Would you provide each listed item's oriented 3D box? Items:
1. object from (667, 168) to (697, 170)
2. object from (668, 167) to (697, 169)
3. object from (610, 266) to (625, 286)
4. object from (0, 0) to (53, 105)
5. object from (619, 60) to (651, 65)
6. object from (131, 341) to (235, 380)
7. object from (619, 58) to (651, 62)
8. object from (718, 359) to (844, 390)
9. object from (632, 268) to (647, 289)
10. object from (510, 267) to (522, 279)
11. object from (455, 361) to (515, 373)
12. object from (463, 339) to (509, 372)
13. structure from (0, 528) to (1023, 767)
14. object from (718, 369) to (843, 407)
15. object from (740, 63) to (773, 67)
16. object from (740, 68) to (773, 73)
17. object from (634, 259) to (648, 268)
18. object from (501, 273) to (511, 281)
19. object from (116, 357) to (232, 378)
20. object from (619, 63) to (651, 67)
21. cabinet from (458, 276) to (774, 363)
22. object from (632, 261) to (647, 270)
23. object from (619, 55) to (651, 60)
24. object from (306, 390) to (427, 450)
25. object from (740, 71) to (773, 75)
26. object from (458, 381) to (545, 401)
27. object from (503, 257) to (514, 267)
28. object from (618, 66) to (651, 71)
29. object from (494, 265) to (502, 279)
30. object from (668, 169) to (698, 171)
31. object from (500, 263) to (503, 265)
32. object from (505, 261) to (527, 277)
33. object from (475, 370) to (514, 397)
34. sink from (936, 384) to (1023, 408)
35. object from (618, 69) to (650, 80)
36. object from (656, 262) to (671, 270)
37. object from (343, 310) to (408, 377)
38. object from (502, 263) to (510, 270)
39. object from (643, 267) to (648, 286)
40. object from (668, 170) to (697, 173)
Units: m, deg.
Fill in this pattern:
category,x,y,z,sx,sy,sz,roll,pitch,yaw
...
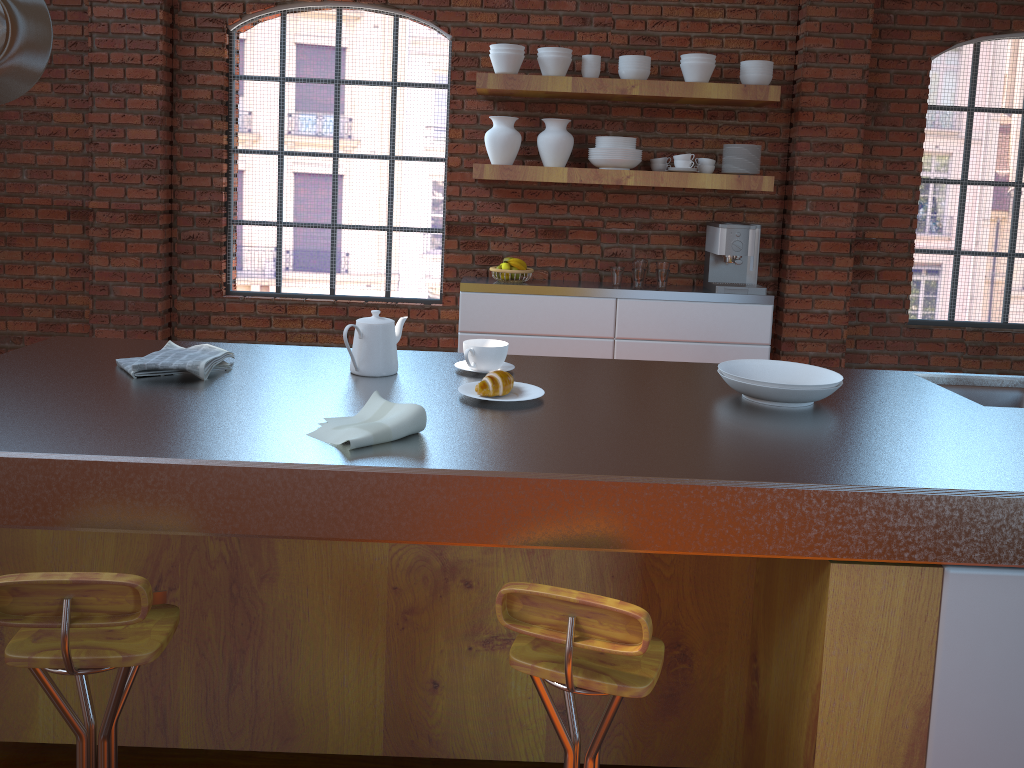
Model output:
category,x,y,z,sx,sy,sz,roll,pitch,yaw
object,0.887,-1.113,4.580,0.154,0.012,0.156,-8,16,-39
object,0.887,-1.117,4.579,0.154,0.012,0.156,-8,16,-39
object,0.560,-0.573,4.692,0.078,0.102,0.079,-2,10,-30
object,-0.966,-0.723,1.569,0.265,0.438,0.070,3,6,5
object,0.635,-1.637,4.564,0.165,0.060,0.169,1,12,-6
object,-0.783,-0.057,2.113,0.164,0.049,0.237,2,12,-1
object,0.636,-1.648,4.563,0.165,0.060,0.169,1,12,-6
object,0.627,-0.003,2.068,0.282,0.054,0.286,-4,14,-28
object,0.664,-0.553,4.617,0.078,0.102,0.079,7,10,29
object,0.016,-0.588,4.672,0.076,0.065,0.078,9,12,32
object,-0.070,-0.040,2.246,0.155,0.012,0.156,9,14,27
object,-0.072,-0.070,2.242,0.124,0.068,0.118,-1,11,-16
structure,0.260,0.553,2.023,3.118,0.756,1.042,2,10,0
object,0.626,0.007,2.069,0.282,0.054,0.286,-4,14,-28
object,1.265,-1.619,4.555,0.167,0.060,0.167,12,15,38
object,1.264,-1.594,4.557,0.167,0.060,0.167,12,15,38
object,0.691,-0.616,4.731,0.078,0.102,0.079,7,10,29
object,-0.031,-0.567,4.636,0.056,0.045,0.046,9,11,32
object,-0.817,-0.047,2.127,0.232,0.026,0.167,-6,15,-35
object,0.634,-1.623,4.566,0.165,0.060,0.169,1,12,-6
cabinet,0.533,-0.292,4.725,1.621,0.469,0.343,2,8,0
object,0.666,-0.590,4.614,0.078,0.102,0.079,7,10,29
object,0.636,-1.661,4.562,0.165,0.060,0.169,1,12,-6
object,-0.283,0.059,1.650,0.196,0.060,0.207,-7,15,-37
object,1.263,-1.581,4.559,0.167,0.060,0.167,12,15,38
object,-0.024,0.021,1.978,0.195,0.013,0.197,7,13,20
object,-0.014,-0.647,4.701,0.068,0.060,0.070,5,10,16
object,0.634,-1.610,4.567,0.165,0.060,0.169,1,12,-6
object,-0.057,-0.596,4.687,0.074,0.075,0.074,-2,10,-25
object,0.887,-1.108,4.580,0.154,0.012,0.156,-8,16,-39
object,-0.044,-0.631,4.741,0.045,0.046,0.056,8,11,31
object,0.038,-0.603,4.638,0.064,0.093,0.178,8,12,36
object,-0.034,-0.004,1.980,0.062,0.050,0.140,6,12,18
sink,1.428,0.147,2.288,0.613,0.197,0.416,2,11,-1
object,0.633,-1.594,4.569,0.165,0.060,0.169,1,12,-6
object,0.794,-0.590,4.637,0.078,0.102,0.079,4,8,11
object,-0.336,-0.106,2.168,0.118,0.153,0.200,3,10,5
object,-0.031,-0.617,4.643,0.045,0.052,0.052,1,9,-12
object,0.689,-0.578,4.735,0.078,0.102,0.079,7,10,29
object,0.887,-1.105,4.581,0.154,0.012,0.156,-8,16,-39
